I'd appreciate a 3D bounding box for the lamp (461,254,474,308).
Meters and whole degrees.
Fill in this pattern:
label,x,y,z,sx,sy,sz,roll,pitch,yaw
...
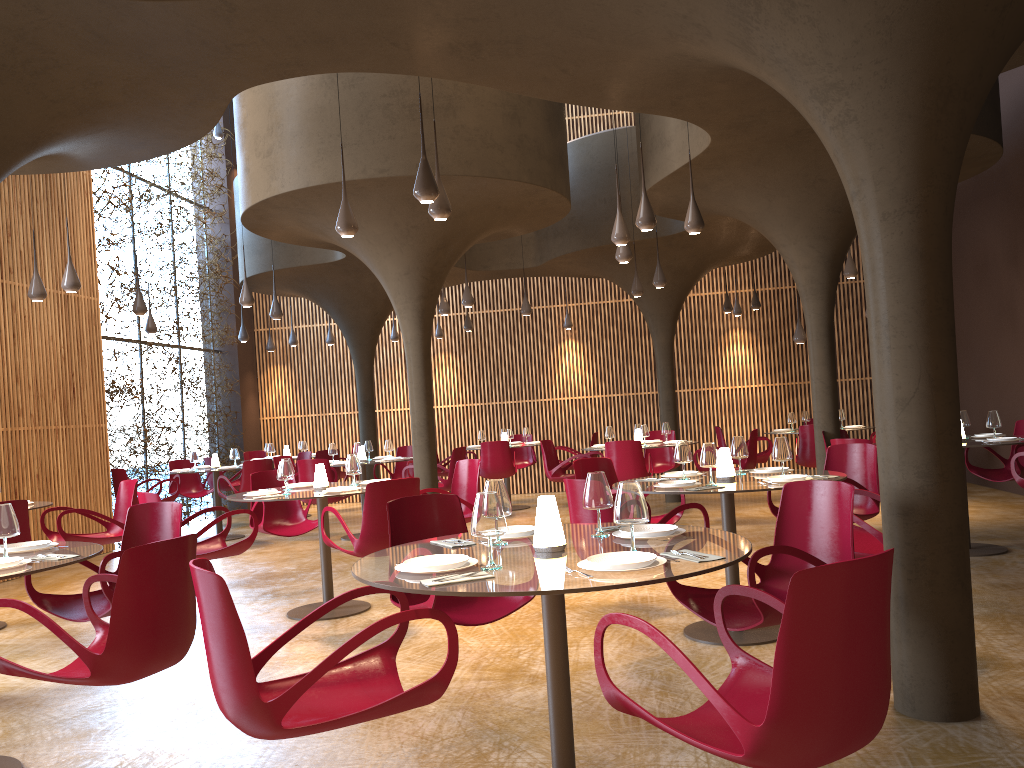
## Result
label,x,y,z,sx,sy,sz,roll,pitch,yaw
lamp,-0.856,-4.278,13.238,0.196,6.276,0.195,-4,0,43

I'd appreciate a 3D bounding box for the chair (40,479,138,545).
label,x,y,z,sx,sy,sz,roll,pitch,yaw
chair,-4.281,1.338,9.090,0.872,0.636,0.625,-3,-1,-42

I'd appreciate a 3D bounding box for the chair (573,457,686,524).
label,x,y,z,sx,sy,sz,roll,pitch,yaw
chair,0.940,0.951,7.540,0.624,0.636,0.873,-3,-1,-37

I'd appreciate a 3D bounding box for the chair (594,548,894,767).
label,x,y,z,sx,sy,sz,roll,pitch,yaw
chair,0.762,0.817,2.789,0.624,0.636,0.873,-3,-1,-34

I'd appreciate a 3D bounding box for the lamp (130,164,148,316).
label,x,y,z,sx,sy,sz,roll,pitch,yaw
lamp,-5.153,-4.043,11.816,0.196,6.276,0.196,-4,0,-17

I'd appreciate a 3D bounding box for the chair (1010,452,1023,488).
label,x,y,z,sx,sy,sz,roll,pitch,yaw
chair,5.124,0.695,8.046,0.624,0.636,0.873,-3,-1,-30

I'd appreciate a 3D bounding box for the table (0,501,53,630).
label,x,y,z,sx,sy,sz,roll,pitch,yaw
table,-5.200,1.764,8.294,1.671,1.130,1.674,-3,-2,-37

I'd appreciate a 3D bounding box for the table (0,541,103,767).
label,x,y,z,sx,sy,sz,roll,pitch,yaw
table,-2.976,1.504,4.537,1.673,1.130,1.671,-4,-1,30

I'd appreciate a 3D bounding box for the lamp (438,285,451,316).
label,x,y,z,sx,sy,sz,roll,pitch,yaw
lamp,-1.272,-4.225,14.106,0.196,6.276,0.195,-4,0,43

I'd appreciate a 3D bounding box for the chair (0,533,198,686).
label,x,y,z,sx,sy,sz,roll,pitch,yaw
chair,-1.863,1.027,4.063,0.873,0.636,0.625,-4,-1,20

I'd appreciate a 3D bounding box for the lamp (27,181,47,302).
label,x,y,z,sx,sy,sz,roll,pitch,yaw
lamp,-5.570,-4.070,10.043,0.196,6.276,0.196,-4,0,16

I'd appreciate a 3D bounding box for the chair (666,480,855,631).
label,x,y,z,sx,sy,sz,roll,pitch,yaw
chair,1.272,0.831,4.348,0.872,0.636,0.625,-3,-1,-29

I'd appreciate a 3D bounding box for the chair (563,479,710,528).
label,x,y,z,sx,sy,sz,roll,pitch,yaw
chair,0.784,0.911,5.907,0.872,0.636,0.625,-3,-1,-32

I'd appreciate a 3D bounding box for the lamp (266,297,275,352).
label,x,y,z,sx,sy,sz,roll,pitch,yaw
lamp,-5.319,-3.817,18.821,0.196,6.276,0.195,-4,0,33

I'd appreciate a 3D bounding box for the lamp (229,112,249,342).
label,x,y,z,sx,sy,sz,roll,pitch,yaw
lamp,-5.132,-3.906,16.315,0.196,6.276,0.195,-4,0,33

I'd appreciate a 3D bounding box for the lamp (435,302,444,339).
label,x,y,z,sx,sy,sz,roll,pitch,yaw
lamp,-1.702,-4.067,18.331,0.196,6.276,0.196,-4,0,33

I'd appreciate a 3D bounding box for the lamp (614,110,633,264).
label,x,y,z,sx,sy,sz,roll,pitch,yaw
lamp,1.066,-4.502,10.032,0.196,6.276,0.195,-4,0,43

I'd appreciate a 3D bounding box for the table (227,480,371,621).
label,x,y,z,sx,sy,sz,roll,pitch,yaw
table,-1.724,1.535,8.189,1.671,1.130,1.674,-3,-1,-29

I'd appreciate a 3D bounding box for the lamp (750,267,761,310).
label,x,y,z,sx,sy,sz,roll,pitch,yaw
lamp,4.341,-4.515,16.524,0.196,6.276,0.196,-4,0,23

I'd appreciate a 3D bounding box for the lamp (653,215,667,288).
label,x,y,z,sx,sy,sz,roll,pitch,yaw
lamp,1.870,-4.481,12.421,0.196,6.276,0.195,-4,0,43

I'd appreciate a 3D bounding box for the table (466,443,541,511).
label,x,y,z,sx,sy,sz,roll,pitch,yaw
table,-0.089,1.662,15.796,1.673,1.130,1.672,-4,-1,17

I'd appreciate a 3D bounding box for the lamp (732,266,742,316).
label,x,y,z,sx,sy,sz,roll,pitch,yaw
lamp,4.260,-4.479,17.547,0.196,6.276,0.196,-4,0,33

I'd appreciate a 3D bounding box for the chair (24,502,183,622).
label,x,y,z,sx,sy,sz,roll,pitch,yaw
chair,-2.500,1.116,5.626,0.625,0.636,0.872,-4,-1,20

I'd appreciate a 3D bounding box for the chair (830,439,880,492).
label,x,y,z,sx,sy,sz,roll,pitch,yaw
chair,3.516,0.815,8.551,0.872,0.636,0.625,-3,-1,-30

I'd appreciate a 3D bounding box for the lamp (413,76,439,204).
label,x,y,z,sx,sy,sz,roll,pitch,yaw
lamp,-0.836,-4.483,6.598,0.196,6.276,0.195,-4,0,43

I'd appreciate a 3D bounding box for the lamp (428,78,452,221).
label,x,y,z,sx,sy,sz,roll,pitch,yaw
lamp,-0.782,-4.468,7.214,0.196,6.276,0.196,-4,0,13

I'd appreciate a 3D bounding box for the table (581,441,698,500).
label,x,y,z,sx,sy,sz,roll,pitch,yaw
table,1.860,1.441,12.736,1.673,1.130,1.671,-4,-1,27

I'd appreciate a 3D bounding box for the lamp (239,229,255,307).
label,x,y,z,sx,sy,sz,roll,pitch,yaw
lamp,-3.676,-4.144,11.637,0.196,6.276,0.196,-4,0,-37

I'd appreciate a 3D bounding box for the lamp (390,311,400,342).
label,x,y,z,sx,sy,sz,roll,pitch,yaw
lamp,-2.614,-4.009,18.278,0.196,6.276,0.196,-4,0,23

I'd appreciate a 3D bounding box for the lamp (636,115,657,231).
label,x,y,z,sx,sy,sz,roll,pitch,yaw
lamp,1.044,-4.556,8.221,0.196,6.276,0.196,-4,0,-7

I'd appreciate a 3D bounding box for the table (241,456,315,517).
label,x,y,z,sx,sy,sz,roll,pitch,yaw
table,-4.215,1.959,16.750,1.671,1.130,1.674,-3,-2,-40

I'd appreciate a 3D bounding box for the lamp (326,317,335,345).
label,x,y,z,sx,sy,sz,roll,pitch,yaw
lamp,-3.904,-3.930,18.119,0.196,6.276,0.196,-4,0,-7

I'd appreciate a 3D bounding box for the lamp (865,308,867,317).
label,x,y,z,sx,sy,sz,roll,pitch,yaw
lamp,4.724,-4.011,12.108,0.196,6.276,0.196,-4,0,-37

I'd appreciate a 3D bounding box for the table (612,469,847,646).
label,x,y,z,sx,sy,sz,roll,pitch,yaw
table,1.614,1.267,6.532,1.671,1.130,1.674,-3,-1,-32

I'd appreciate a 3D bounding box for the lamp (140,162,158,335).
label,x,y,z,sx,sy,sz,roll,pitch,yaw
lamp,-5.927,-3.923,14.086,0.196,6.276,0.195,-4,0,33

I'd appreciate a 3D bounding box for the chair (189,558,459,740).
label,x,y,z,sx,sy,sz,roll,pitch,yaw
chair,-0.712,0.928,3.280,0.872,0.636,0.625,-3,-1,-24

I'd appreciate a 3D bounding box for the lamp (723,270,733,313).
label,x,y,z,sx,sy,sz,roll,pitch,yaw
lamp,3.882,-4.478,16.767,0.196,6.276,0.196,-4,0,23

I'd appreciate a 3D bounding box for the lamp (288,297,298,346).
label,x,y,z,sx,sy,sz,roll,pitch,yaw
lamp,-4.596,-3.894,17.840,0.196,6.276,0.195,-4,0,33

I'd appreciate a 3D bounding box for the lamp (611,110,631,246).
label,x,y,z,sx,sy,sz,roll,pitch,yaw
lamp,0.893,-4.525,8.905,0.196,6.276,0.195,-4,0,33

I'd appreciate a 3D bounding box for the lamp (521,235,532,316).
label,x,y,z,sx,sy,sz,roll,pitch,yaw
lamp,0.044,-4.284,14.957,0.196,6.276,0.196,-4,0,23

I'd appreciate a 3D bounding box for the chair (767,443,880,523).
label,x,y,z,sx,sy,sz,roll,pitch,yaw
chair,2.599,0.834,7.242,0.872,0.636,0.625,-3,-1,-37

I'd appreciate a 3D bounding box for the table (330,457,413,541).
label,x,y,z,sx,sy,sz,roll,pitch,yaw
table,-2.207,1.722,13.263,1.673,1.130,1.671,-4,-1,27

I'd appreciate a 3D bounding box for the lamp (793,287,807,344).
label,x,y,z,sx,sy,sz,roll,pitch,yaw
lamp,4.060,-3.727,13.118,0.196,6.276,0.196,-4,0,-37

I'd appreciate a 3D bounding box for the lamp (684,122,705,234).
label,x,y,z,sx,sy,sz,roll,pitch,yaw
lamp,1.553,-4.579,8.530,0.196,6.276,0.196,-4,0,-7

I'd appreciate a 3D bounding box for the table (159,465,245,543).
label,x,y,z,sx,sy,sz,roll,pitch,yaw
table,-4.689,1.910,14.136,1.671,1.130,1.674,-3,-2,-40

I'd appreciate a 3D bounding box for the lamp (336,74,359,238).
label,x,y,z,sx,sy,sz,roll,pitch,yaw
lamp,-1.618,-4.401,7.638,0.196,6.276,0.196,-4,0,13

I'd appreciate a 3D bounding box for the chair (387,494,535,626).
label,x,y,z,sx,sy,sz,roll,pitch,yaw
chair,-0.329,0.952,4.875,0.624,0.636,0.873,-3,-1,-29

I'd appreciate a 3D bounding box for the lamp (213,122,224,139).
label,x,y,z,sx,sy,sz,roll,pitch,yaw
lamp,-5.758,-5.869,17.184,0.196,2.224,0.195,-4,0,33

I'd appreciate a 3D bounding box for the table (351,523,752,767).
label,x,y,z,sx,sy,sz,roll,pitch,yaw
table,0.198,1.274,3.786,1.671,1.130,1.674,-3,-1,-24

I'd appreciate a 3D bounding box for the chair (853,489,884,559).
label,x,y,z,sx,sy,sz,roll,pitch,yaw
chair,2.312,0.803,5.627,0.624,0.636,0.873,-3,-1,-42

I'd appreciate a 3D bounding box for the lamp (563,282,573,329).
label,x,y,z,sx,sy,sz,roll,pitch,yaw
lamp,0.944,-4.248,18.043,0.196,6.276,0.196,-4,0,23

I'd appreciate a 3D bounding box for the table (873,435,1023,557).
label,x,y,z,sx,sy,sz,roll,pitch,yaw
table,4.632,1.150,9.125,1.671,1.130,1.674,-3,-1,-24

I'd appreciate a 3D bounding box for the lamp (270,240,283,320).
label,x,y,z,sx,sy,sz,roll,pitch,yaw
lamp,-3.711,-4.093,13.222,0.196,6.276,0.196,-4,0,-37

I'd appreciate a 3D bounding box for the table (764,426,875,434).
label,x,y,z,sx,sy,sz,roll,pitch,yaw
table,4.876,1.284,13.995,1.673,1.130,1.671,-4,-1,28

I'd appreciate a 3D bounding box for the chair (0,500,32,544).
label,x,y,z,sx,sy,sz,roll,pitch,yaw
chair,-4.426,1.297,7.456,0.873,0.636,0.624,-5,-1,43

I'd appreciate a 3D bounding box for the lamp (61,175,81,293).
label,x,y,z,sx,sy,sz,roll,pitch,yaw
lamp,-4.967,-4.123,9.600,0.196,6.276,0.195,-4,0,36

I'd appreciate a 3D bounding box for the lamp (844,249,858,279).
label,x,y,z,sx,sy,sz,roll,pitch,yaw
lamp,4.676,-4.652,12.769,0.196,6.276,0.196,-4,0,-37

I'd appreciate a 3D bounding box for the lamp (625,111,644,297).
label,x,y,z,sx,sy,sz,roll,pitch,yaw
lamp,1.681,-4.441,13.304,0.196,6.276,0.195,-4,0,43

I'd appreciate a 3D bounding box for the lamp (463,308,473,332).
label,x,y,z,sx,sy,sz,roll,pitch,yaw
lamp,-1.041,-4.148,17.101,0.196,6.276,0.196,-4,0,23
